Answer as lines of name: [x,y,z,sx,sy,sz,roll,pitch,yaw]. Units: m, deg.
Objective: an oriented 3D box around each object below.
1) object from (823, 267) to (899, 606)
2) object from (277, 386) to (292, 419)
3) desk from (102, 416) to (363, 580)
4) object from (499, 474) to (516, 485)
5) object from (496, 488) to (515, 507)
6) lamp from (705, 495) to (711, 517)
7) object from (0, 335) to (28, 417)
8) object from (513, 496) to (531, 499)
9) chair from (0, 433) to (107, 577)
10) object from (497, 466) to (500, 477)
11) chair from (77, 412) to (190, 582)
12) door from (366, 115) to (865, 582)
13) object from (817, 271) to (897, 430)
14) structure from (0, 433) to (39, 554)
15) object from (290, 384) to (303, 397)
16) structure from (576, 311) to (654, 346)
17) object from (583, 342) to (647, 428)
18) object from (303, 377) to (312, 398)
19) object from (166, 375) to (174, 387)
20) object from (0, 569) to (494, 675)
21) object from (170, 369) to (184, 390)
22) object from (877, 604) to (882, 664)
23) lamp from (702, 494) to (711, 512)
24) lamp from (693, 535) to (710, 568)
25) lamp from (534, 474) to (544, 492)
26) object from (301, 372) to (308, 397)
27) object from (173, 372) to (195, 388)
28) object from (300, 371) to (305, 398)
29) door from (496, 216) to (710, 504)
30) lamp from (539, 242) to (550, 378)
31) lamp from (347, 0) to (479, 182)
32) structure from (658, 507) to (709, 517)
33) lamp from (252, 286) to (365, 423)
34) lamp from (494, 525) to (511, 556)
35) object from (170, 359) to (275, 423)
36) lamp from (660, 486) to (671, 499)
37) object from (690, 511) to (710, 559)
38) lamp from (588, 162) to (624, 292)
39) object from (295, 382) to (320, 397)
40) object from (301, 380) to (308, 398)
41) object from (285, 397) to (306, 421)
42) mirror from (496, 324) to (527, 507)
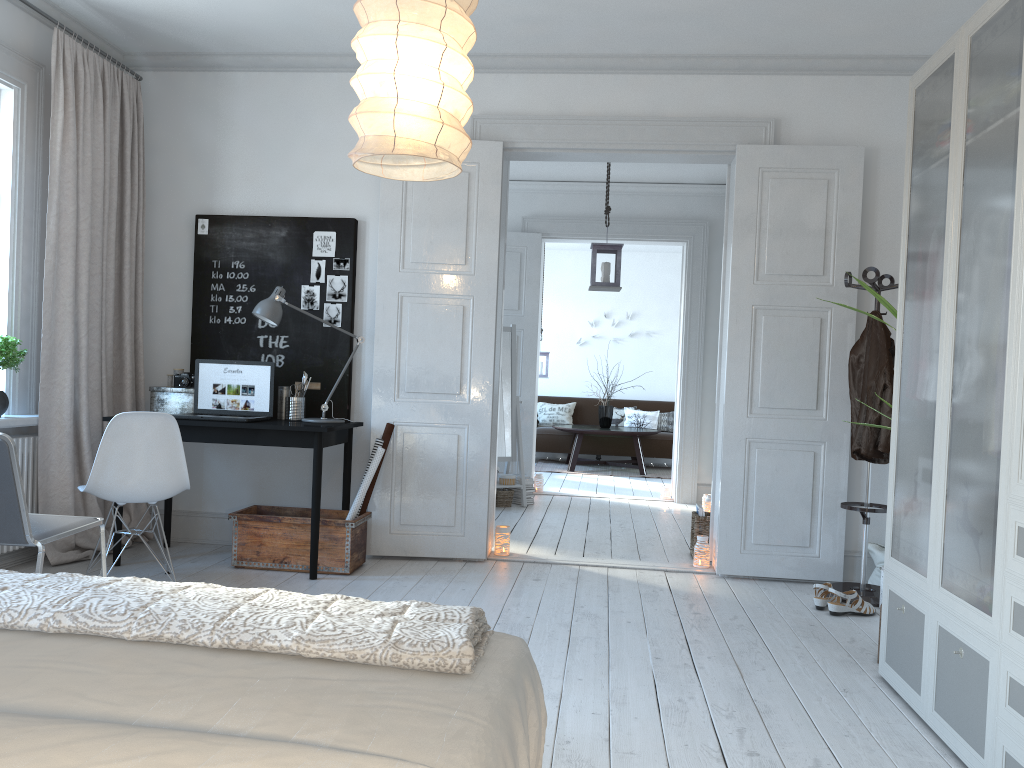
object: [1.816,0.257,4.489,0.374,1.659,0.374,3,1,13]
object: [-1.270,0.108,4.949,0.079,0.188,0.079,2,1,-15]
desk: [-1.458,0.568,4.716,1.159,0.759,0.651,2,1,6]
object: [-0.039,0.781,7.246,0.142,0.074,0.142,2,0,-10]
object: [-0.102,0.927,7.272,0.185,0.140,0.295,2,1,-22]
lamp: [1.601,0.982,7.149,0.089,0.166,0.089,3,1,7]
object: [-2.465,-0.048,4.180,0.309,0.407,0.271,2,1,-34]
object: [0.068,0.940,7.426,0.111,0.014,0.156,2,0,-41]
chair: [-1.755,0.544,3.048,0.562,0.798,0.524,3,1,6]
object: [-0.213,0.732,7.360,0.207,0.159,0.241,3,1,14]
chair: [-1.741,0.525,4.102,0.474,0.824,0.554,2,1,-29]
door: [0.556,-0.220,5.057,2.598,2.506,0.577,3,1,6]
object: [1.717,0.309,3.540,1.043,1.554,0.289,3,1,36]
structure: [-2.524,0.527,3.872,0.195,0.547,1.505,3,0,6]
object: [-1.197,0.095,4.880,0.081,0.198,0.050,3,1,31]
structure: [1.382,-0.732,11.855,1.025,0.478,0.085,2,1,6]
object: [1.256,0.003,10.559,0.846,1.066,0.525,2,1,-23]
object: [-1.147,0.080,4.864,0.084,0.240,0.009,2,1,-17]
object: [-1.916,-0.018,4.969,0.040,0.069,0.040,2,1,-6]
object: [-0.766,0.427,1.698,1.460,0.104,0.405,2,0,6]
object: [-1.868,-0.020,4.898,0.056,0.130,0.167,3,1,5]
object: [1.502,0.906,3.434,0.131,0.352,0.138,3,1,28]
lamp: [1.626,0.992,7.379,0.084,0.146,0.084,3,1,10]
lamp: [1.081,0.955,5.047,0.093,0.180,0.093,2,1,-11]
lamp: [0.248,0.910,8.165,0.089,0.166,0.089,3,1,5]
object: [-1.159,0.066,4.880,0.062,0.264,0.012,1,2,-42]
object: [-1.781,-0.021,4.821,0.137,0.087,0.073,2,1,6]
object: [-1.163,0.063,4.880,0.008,0.267,0.060,3,1,23]
door: [0.871,-0.220,8.055,2.598,2.506,0.577,3,1,6]
lamp: [0.370,-0.952,10.729,0.228,1.763,0.228,2,1,3]
lamp: [-0.254,-1.197,2.411,0.338,1.231,0.340,3,2,37]
structure: [1.992,-0.250,7.391,1.248,2.828,0.800,2,2,-39]
lamp: [-1.098,-0.152,4.787,0.617,0.716,0.230,2,1,-23]
lamp: [-0.056,0.910,5.154,0.089,0.166,0.089,2,1,-1]
object: [-1.516,0.031,4.626,0.445,0.315,0.325,2,1,6]
lamp: [1.394,0.988,8.035,0.093,0.110,0.093,3,1,23]
object: [1.234,0.926,5.397,0.270,0.265,0.224,3,1,6]
lamp: [0.705,-1.559,6.368,0.228,1.763,0.228,2,1,3]
object: [-1.136,0.095,4.917,0.138,0.209,0.034,2,1,-14]
object: [-1.158,0.089,4.871,0.009,0.222,0.082,3,1,35]
object: [-1.189,0.136,4.869,0.108,0.128,0.108,3,1,21]
mirror: [-0.187,0.240,7.245,0.611,1.489,0.416,2,1,-29]
